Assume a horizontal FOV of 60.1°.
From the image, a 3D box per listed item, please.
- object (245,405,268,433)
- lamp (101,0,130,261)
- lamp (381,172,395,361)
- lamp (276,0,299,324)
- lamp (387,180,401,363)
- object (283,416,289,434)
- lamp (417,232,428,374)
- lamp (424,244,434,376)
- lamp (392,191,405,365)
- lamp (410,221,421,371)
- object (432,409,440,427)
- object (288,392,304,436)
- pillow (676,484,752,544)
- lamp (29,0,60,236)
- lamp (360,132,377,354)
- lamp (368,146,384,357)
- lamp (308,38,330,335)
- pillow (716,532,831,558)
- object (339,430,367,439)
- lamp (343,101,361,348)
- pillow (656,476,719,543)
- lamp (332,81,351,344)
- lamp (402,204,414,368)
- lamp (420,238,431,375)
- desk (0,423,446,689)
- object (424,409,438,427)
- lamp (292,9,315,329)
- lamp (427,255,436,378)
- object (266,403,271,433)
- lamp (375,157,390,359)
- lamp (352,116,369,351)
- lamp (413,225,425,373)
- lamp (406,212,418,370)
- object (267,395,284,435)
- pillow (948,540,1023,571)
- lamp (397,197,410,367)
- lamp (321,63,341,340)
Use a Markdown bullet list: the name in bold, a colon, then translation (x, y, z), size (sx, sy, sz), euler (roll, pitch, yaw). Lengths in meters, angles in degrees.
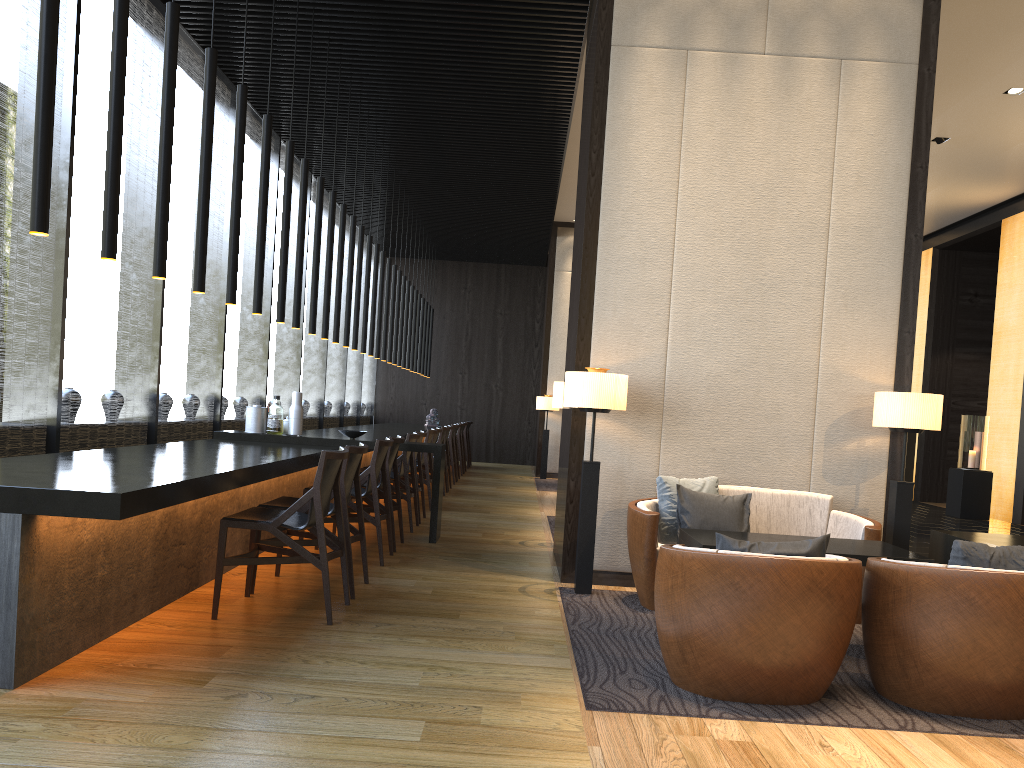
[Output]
- **object**: translation (-2.028, 0.277, 7.026), size (0.169, 0.219, 0.168), euler (4, 0, -4)
- **lamp**: translation (-1.576, -1.717, 3.593), size (0.060, 2.424, 0.060), euler (4, 2, -5)
- **lamp**: translation (-1.512, -1.494, 10.926), size (0.060, 2.424, 0.060), euler (4, 2, -5)
- **lamp**: translation (-1.553, -1.638, 6.193), size (0.060, 2.424, 0.060), euler (4, 2, -5)
- **lamp**: translation (-1.508, -1.479, 11.420), size (0.060, 2.424, 0.060), euler (4, 2, 5)
- **object**: translation (-1.811, 0.295, 7.140), size (0.136, 0.218, 0.135), euler (4, 1, -12)
- **lamp**: translation (-1.479, -1.377, 14.763), size (0.060, 2.424, 0.060), euler (4, 2, -5)
- **lamp**: translation (-1.471, -1.346, 15.770), size (0.060, 2.424, 0.060), euler (4, 2, -5)
- **lamp**: translation (-1.504, -1.465, 11.873), size (0.060, 2.424, 0.060), euler (4, 2, -5)
- **lamp**: translation (-1.488, -1.407, 13.776), size (0.060, 2.424, 0.060), euler (4, 2, -5)
- **object**: translation (-1.375, 0.587, 15.514), size (0.209, 0.313, 0.163), euler (4, 1, 25)
- **object**: translation (-1.709, 0.234, 7.013), size (0.113, 0.345, 0.113), euler (4, 1, -4)
- **pillow**: translation (1.163, 0.771, 5.144), size (0.472, 0.361, 0.219), euler (4, 1, -3)
- **lamp**: translation (-1.580, -1.733, 3.068), size (0.060, 2.424, 0.060), euler (4, 2, -5)
- **lamp**: translation (-1.525, -1.537, 9.500), size (0.060, 2.424, 0.060), euler (4, 2, 5)
- **lamp**: translation (-1.521, -1.523, 9.978), size (0.060, 2.424, 0.060), euler (4, 2, -5)
- **lamp**: translation (-1.545, -1.609, 7.147), size (0.060, 2.424, 0.060), euler (4, 2, -5)
- **pillow**: translation (0.982, 0.719, 3.366), size (0.441, 0.339, 0.205), euler (4, 1, 7)
- **object**: translation (-1.265, 0.406, 7.032), size (0.227, 0.067, 0.227), euler (4, -1, 3)
- **lamp**: translation (-1.533, -1.566, 8.553), size (0.060, 2.424, 0.060), euler (4, 2, -5)
- **pillow**: translation (1.065, 0.749, 5.299), size (0.433, 0.400, 0.200), euler (4, 1, -21)
- **lamp**: translation (-1.537, -1.581, 8.068), size (0.060, 2.424, 0.060), euler (4, 2, -5)
- **lamp**: translation (-1.496, -1.436, 12.808), size (0.060, 2.424, 0.060), euler (4, 2, -5)
- **lamp**: translation (-1.475, -1.362, 15.262), size (0.060, 2.424, 0.060), euler (4, 2, -5)
- **desk**: translation (-1.494, 0.657, 2.140), size (1.780, 0.760, 28.720), euler (4, -2, 1)
- **object**: translation (-1.382, 0.581, 15.264), size (0.207, 0.311, 0.162), euler (3, 1, -20)
- **lamp**: translation (-1.550, -1.625, 6.625), size (0.060, 2.424, 0.060), euler (4, 2, -5)
- **lamp**: translation (-1.466, -1.330, 16.287), size (0.060, 2.424, 0.060), euler (4, 2, -5)
- **object**: translation (-1.967, 0.275, 7.136), size (0.067, 0.238, 0.067), euler (4, 1, -6)
- **lamp**: translation (-1.517, -1.509, 10.432), size (0.060, 2.424, 0.060), euler (4, 2, 5)
- **lamp**: translation (-1.529, -1.552, 8.999), size (0.060, 2.424, 0.060), euler (4, 2, -5)
- **lamp**: translation (-1.484, -1.392, 14.255), size (0.060, 2.424, 0.060), euler (4, 2, -5)
- **lamp**: translation (-1.492, -1.421, 13.306), size (0.060, 2.424, 0.060), euler (4, 2, -5)
- **object**: translation (-1.859, 0.243, 6.971), size (0.129, 0.306, 0.129), euler (3, 1, -14)
- **pillow**: translation (1.839, 0.770, 3.362), size (0.399, 0.363, 0.222), euler (4, 1, 1)
- **lamp**: translation (-1.500, -1.450, 12.346), size (0.060, 2.424, 0.060), euler (4, 2, -5)
- **lamp**: translation (-1.541, -1.595, 7.612), size (0.060, 2.424, 0.060), euler (4, 2, -5)
